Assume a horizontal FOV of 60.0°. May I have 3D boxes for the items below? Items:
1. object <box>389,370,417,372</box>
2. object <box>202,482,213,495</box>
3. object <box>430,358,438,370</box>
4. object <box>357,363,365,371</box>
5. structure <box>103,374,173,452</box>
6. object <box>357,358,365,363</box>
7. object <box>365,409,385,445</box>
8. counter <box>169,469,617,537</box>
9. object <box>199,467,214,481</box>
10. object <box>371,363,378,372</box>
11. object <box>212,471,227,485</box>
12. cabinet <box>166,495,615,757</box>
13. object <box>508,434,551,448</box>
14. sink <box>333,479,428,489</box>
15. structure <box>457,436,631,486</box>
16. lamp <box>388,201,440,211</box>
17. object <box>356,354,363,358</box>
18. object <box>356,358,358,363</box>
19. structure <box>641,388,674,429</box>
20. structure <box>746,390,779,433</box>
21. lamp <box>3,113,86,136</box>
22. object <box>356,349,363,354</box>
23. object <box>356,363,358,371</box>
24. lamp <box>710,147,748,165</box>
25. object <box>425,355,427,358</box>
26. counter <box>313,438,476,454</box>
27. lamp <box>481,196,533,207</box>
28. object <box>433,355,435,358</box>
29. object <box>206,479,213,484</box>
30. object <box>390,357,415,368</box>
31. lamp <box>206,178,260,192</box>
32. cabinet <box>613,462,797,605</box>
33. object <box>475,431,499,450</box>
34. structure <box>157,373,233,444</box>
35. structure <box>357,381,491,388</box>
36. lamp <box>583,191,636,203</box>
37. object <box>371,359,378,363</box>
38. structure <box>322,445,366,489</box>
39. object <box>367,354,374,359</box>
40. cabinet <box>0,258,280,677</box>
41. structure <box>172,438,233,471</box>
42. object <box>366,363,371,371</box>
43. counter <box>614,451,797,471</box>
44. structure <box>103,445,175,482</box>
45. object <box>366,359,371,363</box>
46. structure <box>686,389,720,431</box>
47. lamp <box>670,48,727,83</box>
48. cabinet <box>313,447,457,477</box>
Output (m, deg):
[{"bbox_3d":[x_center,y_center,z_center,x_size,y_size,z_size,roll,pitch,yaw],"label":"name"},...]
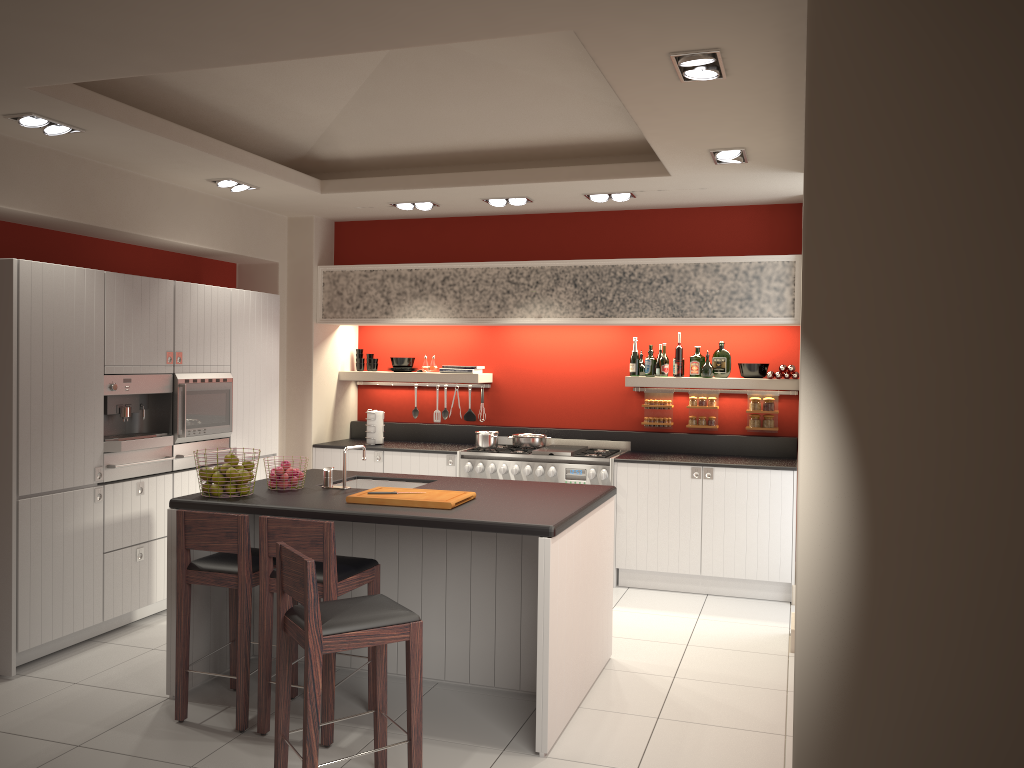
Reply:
[{"bbox_3d":[-1.011,-0.118,8.192,0.280,0.016,0.280,1,1,17],"label":"object"},{"bbox_3d":[-1.594,0.547,4.659,0.068,0.068,0.068,1,1,29],"label":"object"},{"bbox_3d":[-0.719,-0.173,8.115,0.077,0.134,0.076,1,1,1],"label":"object"},{"bbox_3d":[-1.394,-0.154,8.181,0.070,0.076,0.070,1,1,-11],"label":"object"},{"bbox_3d":[-2.530,0.172,5.717,0.453,0.470,0.623,1,1,18],"label":"structure"},{"bbox_3d":[-1.393,-0.198,8.180,0.070,0.076,0.070,1,1,-11],"label":"object"},{"bbox_3d":[-1.211,0.380,7.817,0.168,0.304,0.163,0,2,-43],"label":"object"},{"bbox_3d":[-0.571,0.618,4.897,2.054,0.050,1.415,1,1,18],"label":"counter"},{"bbox_3d":[-1.604,0.473,4.656,0.077,0.068,0.076,1,1,11],"label":"object"},{"bbox_3d":[-1.271,-0.153,8.193,0.070,0.076,0.070,1,1,-11],"label":"object"},{"bbox_3d":[-1.535,0.495,4.649,0.076,0.077,0.076,0,1,-17],"label":"object"},{"bbox_3d":[-0.584,1.150,4.909,2.034,1.011,1.423,1,1,18],"label":"cabinet"},{"bbox_3d":[0.150,0.493,7.659,0.309,0.105,0.309,-1,2,-44],"label":"object"},{"bbox_3d":[-0.792,0.732,5.228,0.567,0.258,0.516,1,1,18],"label":"sink"},{"bbox_3d":[0.258,1.029,7.413,1.322,1.085,0.778,1,1,18],"label":"structure"},{"bbox_3d":[-0.778,-1.444,7.065,0.361,0.109,0.199,1,1,18],"label":"lamp"},{"bbox_3d":[-1.437,-0.247,8.357,0.070,0.076,0.070,1,1,-11],"label":"object"},{"bbox_3d":[-1.438,-0.203,8.358,0.070,0.076,0.070,1,1,-11],"label":"object"},{"bbox_3d":[1.239,0.210,7.540,0.256,0.347,0.130,1,1,18],"label":"structure"},{"bbox_3d":[2.055,0.228,7.276,0.256,0.347,0.130,1,1,18],"label":"structure"},{"bbox_3d":[-2.508,-1.413,4.768,0.199,0.103,0.361,1,1,18],"label":"lamp"},{"bbox_3d":[-1.437,-0.291,8.357,0.070,0.076,0.070,1,1,-11],"label":"object"},{"bbox_3d":[-1.438,-0.159,8.359,0.070,0.076,0.070,1,1,-11],"label":"object"},{"bbox_3d":[1.297,-1.373,5.288,0.199,0.090,0.361,1,1,18],"label":"lamp"},{"bbox_3d":[-0.782,-0.248,8.052,0.023,0.031,0.024,0,1,-30],"label":"object"},{"bbox_3d":[-0.985,0.547,7.856,1.360,0.026,0.699,1,1,18],"label":"counter"},{"bbox_3d":[-0.035,-1.429,6.824,0.361,0.104,0.199,1,1,18],"label":"lamp"},{"bbox_3d":[-0.716,-0.248,8.114,0.026,0.032,0.023,1,1,0],"label":"object"},{"bbox_3d":[-1.602,0.493,4.723,0.076,0.077,0.076,0,1,-17],"label":"object"},{"bbox_3d":[-1.009,-0.191,8.191,0.232,0.108,0.232,0,2,-31],"label":"object"},{"bbox_3d":[-1.994,-1.435,6.353,0.199,0.084,0.361,1,1,18],"label":"lamp"},{"bbox_3d":[1.542,1.112,7.047,1.361,0.993,0.687,1,1,18],"label":"cabinet"},{"bbox_3d":[-0.212,0.475,7.436,0.201,0.148,0.201,1,1,11],"label":"object"},{"bbox_3d":[-2.265,0.158,6.289,0.332,0.473,0.610,1,1,18],"label":"structure"},{"bbox_3d":[-0.835,0.005,8.283,1.355,0.034,0.054,1,1,18],"label":"structure"},{"bbox_3d":[0.727,-1.412,6.578,0.361,0.103,0.199,1,1,18],"label":"lamp"},{"bbox_3d":[-1.271,-0.196,8.193,0.070,0.076,0.070,1,1,-11],"label":"object"},{"bbox_3d":[-0.961,0.475,5.058,0.183,0.249,0.224,1,1,18],"label":"structure"},{"bbox_3d":[-1.331,-0.245,8.323,0.070,0.076,0.070,1,1,-11],"label":"object"},{"bbox_3d":[-2.615,0.422,6.080,0.717,2.250,2.558,1,1,18],"label":"cabinet"},{"bbox_3d":[-2.192,0.492,6.275,0.129,0.177,0.617,1,1,18],"label":"structure"},{"bbox_3d":[-1.333,-0.157,8.325,0.070,0.076,0.070,1,1,-11],"label":"object"},{"bbox_3d":[1.547,0.602,7.037,1.360,0.026,0.699,1,1,18],"label":"counter"},{"bbox_3d":[-2.386,0.504,5.675,0.129,0.177,0.617,1,1,18],"label":"structure"},{"bbox_3d":[-1.332,-0.201,8.324,0.070,0.076,0.070,1,1,-11],"label":"object"},{"bbox_3d":[1.598,0.218,7.424,0.256,0.347,0.130,1,1,18],"label":"structure"},{"bbox_3d":[0.783,-1.344,3.702,0.199,0.085,0.361,1,1,18],"label":"lamp"},{"bbox_3d":[-0.994,1.057,7.868,1.361,0.993,0.687,1,1,18],"label":"cabinet"}]
